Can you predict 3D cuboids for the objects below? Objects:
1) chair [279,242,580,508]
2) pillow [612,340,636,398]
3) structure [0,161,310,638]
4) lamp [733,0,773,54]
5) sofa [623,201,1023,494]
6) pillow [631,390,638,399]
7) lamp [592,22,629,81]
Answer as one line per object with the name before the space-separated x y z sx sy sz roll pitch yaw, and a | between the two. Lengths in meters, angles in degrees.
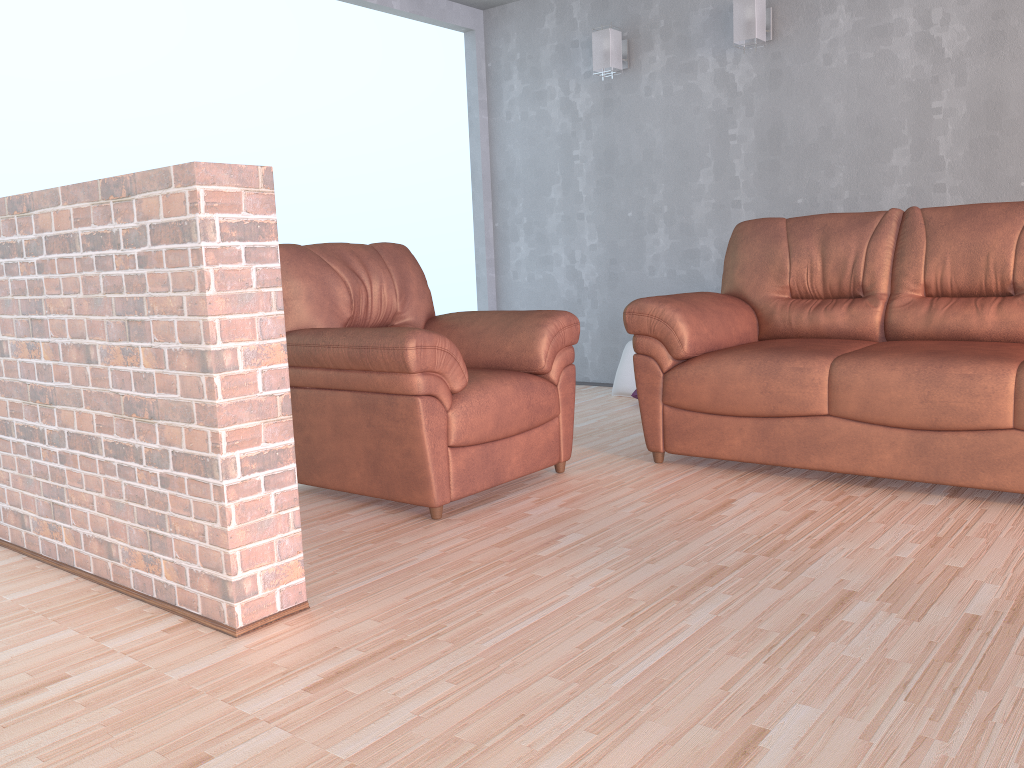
chair | -0.371 -0.107 3.338 0.936 0.879 0.970 4 10 38
pillow | 0.762 -0.082 5.205 0.327 0.326 0.241 5 11 42
structure | -1.137 0.003 2.461 1.422 1.057 0.211 4 10 39
lamp | 1.264 -1.912 4.682 0.165 0.319 0.177 4 10 39
sofa | 1.578 -0.194 3.185 2.202 0.923 0.981 4 10 39
pillow | 0.903 0.034 4.913 0.365 0.130 0.392 -7 9 -30
lamp | 0.572 -1.957 5.229 0.165 0.319 0.168 4 10 39
